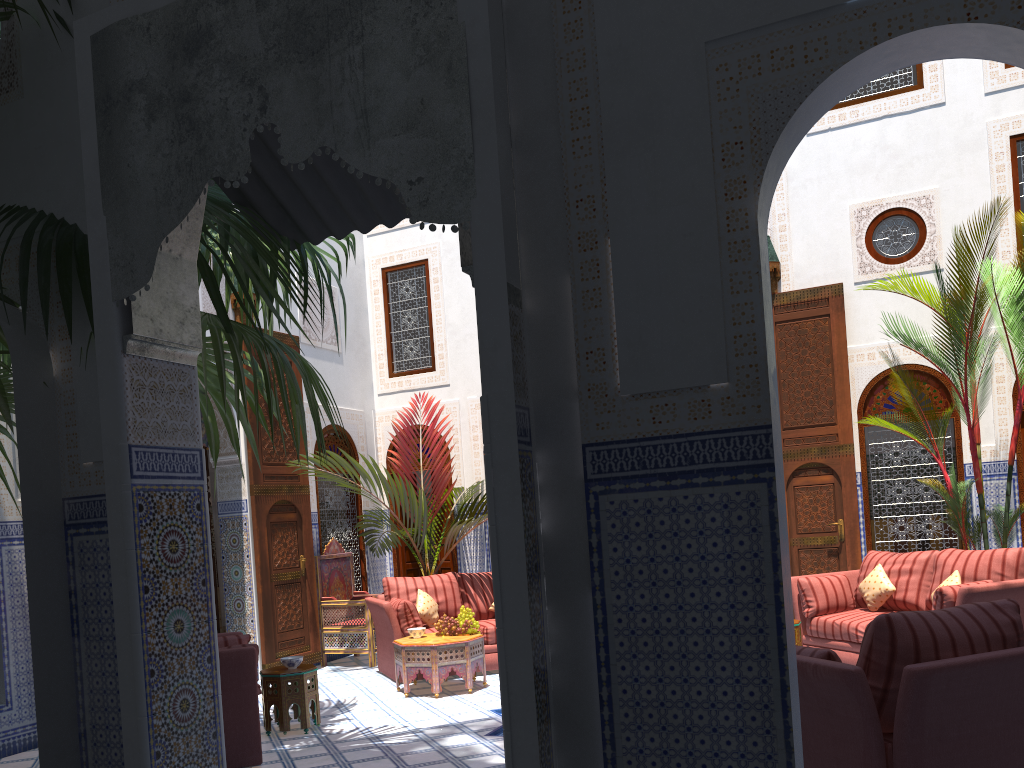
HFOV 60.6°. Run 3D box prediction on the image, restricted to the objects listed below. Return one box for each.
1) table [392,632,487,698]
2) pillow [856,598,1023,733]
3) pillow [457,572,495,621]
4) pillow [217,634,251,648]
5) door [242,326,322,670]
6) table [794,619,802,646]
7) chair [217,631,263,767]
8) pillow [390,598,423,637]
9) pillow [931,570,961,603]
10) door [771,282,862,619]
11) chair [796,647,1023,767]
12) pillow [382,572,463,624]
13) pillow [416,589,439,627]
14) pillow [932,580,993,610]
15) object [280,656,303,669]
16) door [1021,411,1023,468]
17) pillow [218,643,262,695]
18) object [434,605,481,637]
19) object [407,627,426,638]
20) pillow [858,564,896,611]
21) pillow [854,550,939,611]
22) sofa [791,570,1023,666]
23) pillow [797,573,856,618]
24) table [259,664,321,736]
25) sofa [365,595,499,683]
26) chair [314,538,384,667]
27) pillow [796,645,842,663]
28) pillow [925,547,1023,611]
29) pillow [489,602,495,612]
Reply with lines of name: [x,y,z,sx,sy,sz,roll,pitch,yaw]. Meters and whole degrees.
table: [-0.450,1.745,5.475,0.540,0.322,0.540,-7,-7,23]
pillow: [1.288,0.860,2.671,0.580,0.379,0.304,-2,-4,-21]
pillow: [-0.114,1.555,6.488,0.559,0.374,0.323,-2,-4,-21]
pillow: [-1.487,1.373,4.333,0.395,0.242,0.189,-2,-4,-20]
door: [-1.692,0.863,6.417,0.124,2.514,0.581,-4,0,28]
table: [1.548,1.554,5.129,0.288,0.323,0.292,-2,-4,-21]
chair: [-1.570,1.484,4.053,0.724,0.540,0.822,-2,-7,-21]
pillow: [-0.720,1.566,5.877,0.187,0.252,0.384,-3,-6,-20]
pillow: [2.340,1.134,4.714,0.148,0.258,0.281,-5,-5,23]
door: [2.151,0.579,6.289,0.585,2.514,0.123,-4,0,24]
chair: [1.253,1.095,2.810,0.809,0.540,0.735,-2,-6,-21]
pillow: [-0.635,1.560,6.280,0.580,0.390,0.294,-2,-4,-21]
pillow: [-0.581,1.543,6.030,0.134,0.273,0.304,-5,-5,24]
pillow: [2.308,1.135,4.480,0.395,0.242,0.189,-2,-4,-20]
object: [-1.156,1.467,4.607,0.118,0.057,0.119,0,-8,-29]
door: [3.555,0.897,5.773,0.287,1.462,0.123,-4,0,24]
pillow: [-1.319,1.300,3.913,0.378,0.253,0.189,-2,-4,-20]
object: [-0.344,1.529,5.563,0.306,0.239,0.218,-4,-4,4]
object: [-0.600,1.573,5.531,0.118,0.057,0.119,0,-8,-29]
pillow: [2.170,1.213,5.226,0.130,0.277,0.304,-4,-5,-11]
pillow: [2.338,1.202,5.319,0.300,0.377,0.589,-3,-6,-21]
sofa: [2.310,1.367,5.013,0.730,0.538,1.379,-2,-8,-21]
pillow: [1.943,1.309,5.410,0.378,0.253,0.189,-2,-4,-20]
table: [-1.164,1.658,4.604,0.290,0.323,0.290,-6,-4,24]
sofa: [-0.314,1.739,6.235,1.357,0.540,0.741,-1,-6,-21]
chair: [-1.178,1.731,6.870,0.506,1.079,0.484,-5,-2,24]
pillow: [0.964,0.981,2.903,0.187,0.242,0.401,-3,-6,-21]
pillow: [2.538,1.100,4.798,0.304,0.400,0.566,-2,-6,-25]
pillow: [-0.023,1.560,6.289,0.268,0.235,0.146,-6,-3,25]
